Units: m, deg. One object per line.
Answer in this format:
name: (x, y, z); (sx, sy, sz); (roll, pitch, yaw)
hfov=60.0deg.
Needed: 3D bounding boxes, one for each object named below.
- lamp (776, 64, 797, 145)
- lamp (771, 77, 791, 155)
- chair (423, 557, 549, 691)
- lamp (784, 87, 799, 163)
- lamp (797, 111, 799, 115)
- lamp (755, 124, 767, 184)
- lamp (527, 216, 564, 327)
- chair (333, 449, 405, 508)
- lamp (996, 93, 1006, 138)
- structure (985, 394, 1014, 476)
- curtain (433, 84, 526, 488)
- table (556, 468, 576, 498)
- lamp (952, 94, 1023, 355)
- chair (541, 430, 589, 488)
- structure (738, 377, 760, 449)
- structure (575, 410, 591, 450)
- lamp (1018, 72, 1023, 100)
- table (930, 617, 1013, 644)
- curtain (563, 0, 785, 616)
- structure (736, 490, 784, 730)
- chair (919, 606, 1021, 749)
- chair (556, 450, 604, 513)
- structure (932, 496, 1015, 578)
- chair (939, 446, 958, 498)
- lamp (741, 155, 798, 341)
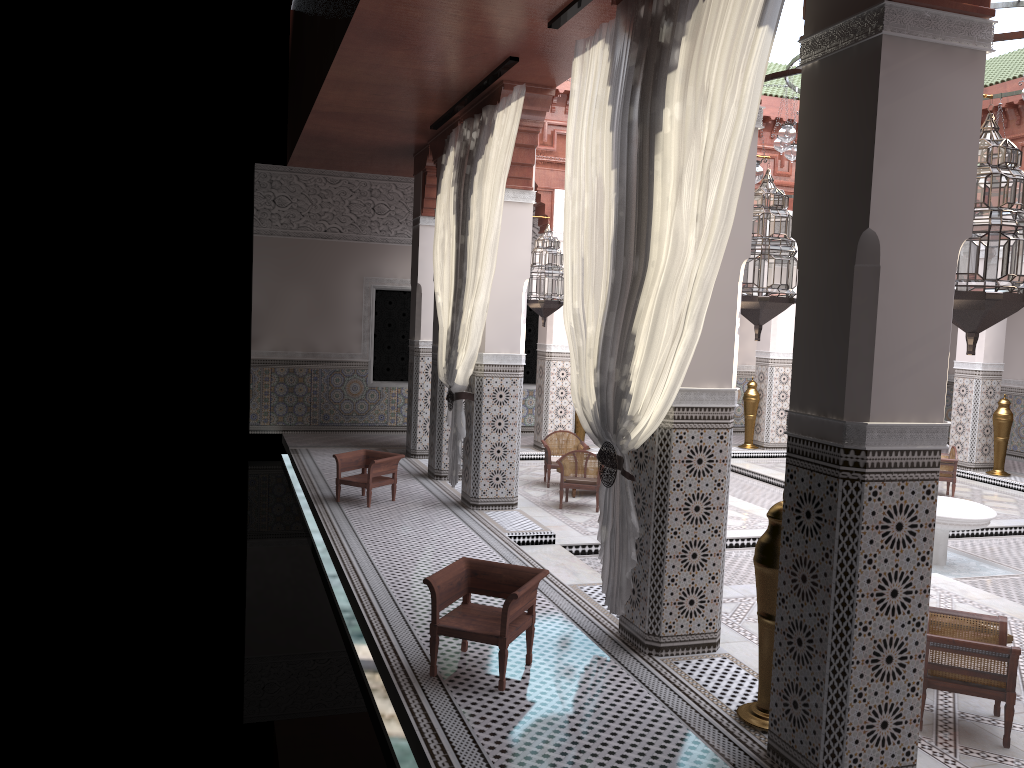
lamp: (1.246, -1.267, 4.007); (0.090, 0.371, 0.091); (4, 4, 17)
lamp: (1.293, -1.281, 4.231); (0.090, 0.371, 0.091); (6, 5, 37)
chair: (-0.068, 0.614, 2.299); (0.259, 0.252, 0.234); (4, 5, 21)
lamp: (1.410, -1.291, 4.430); (0.091, 0.371, 0.090); (0, 5, -33)
lamp: (1.262, -1.249, 3.780); (0.090, 0.371, 0.091); (3, 4, 7)
lamp: (0.814, -0.851, 3.009); (0.090, 0.371, 0.091); (2, 4, -3)
lamp: (0.164, -0.553, 4.305); (0.221, 0.552, 0.216); (1, 4, -18)
chair: (-0.694, 0.464, 4.283); (0.259, 0.252, 0.234); (5, 5, 30)
lamp: (2.406, -1.245, 4.381); (0.091, 0.371, 0.090); (3, 4, 7)
structure: (3.268, 0.334, 5.918); (0.156, 0.539, 0.156); (6, 6, 44)
curtain: (-0.237, -0.381, 4.194); (0.129, 1.764, 1.303); (1, 4, -18)
table: (0.441, 0.547, 4.974); (0.330, 0.142, 0.229); (1, 4, -18)
lamp: (0.965, -0.335, 1.828); (0.221, 0.552, 0.216); (1, 4, -18)
chair: (0.303, 0.438, 5.190); (0.263, 0.313, 0.208); (2, 4, -4)
structure: (1.807, 0.213, 6.719); (0.156, 0.539, 0.156); (5, 5, 33)
structure: (0.493, 0.189, 6.291); (0.156, 0.539, 0.156); (5, 5, 33)
lamp: (1.866, -1.177, 3.161); (0.091, 0.371, 0.090); (5, 5, 27)
table: (1.221, 0.759, 2.563); (0.330, 0.142, 0.229); (1, 4, -18)
curtain: (0.324, -0.226, 2.450); (0.137, 1.761, 1.304); (1, 4, -18)
structure: (0.615, 0.509, 2.049); (0.156, 0.539, 0.156); (2, 4, -1)
chair: (1.127, 0.694, 2.212); (0.208, 0.313, 0.263); (4, 5, 22)
chair: (0.368, 0.485, 4.601); (0.263, 0.313, 0.208); (3, 4, 12)
structure: (1.937, 0.691, 4.027); (0.501, 0.310, 0.528); (1, 4, -18)
chair: (2.544, 0.522, 5.336); (0.208, 0.313, 0.263); (4, 4, 18)
lamp: (0.726, -0.400, 2.568); (0.221, 0.552, 0.216); (1, 4, -18)
